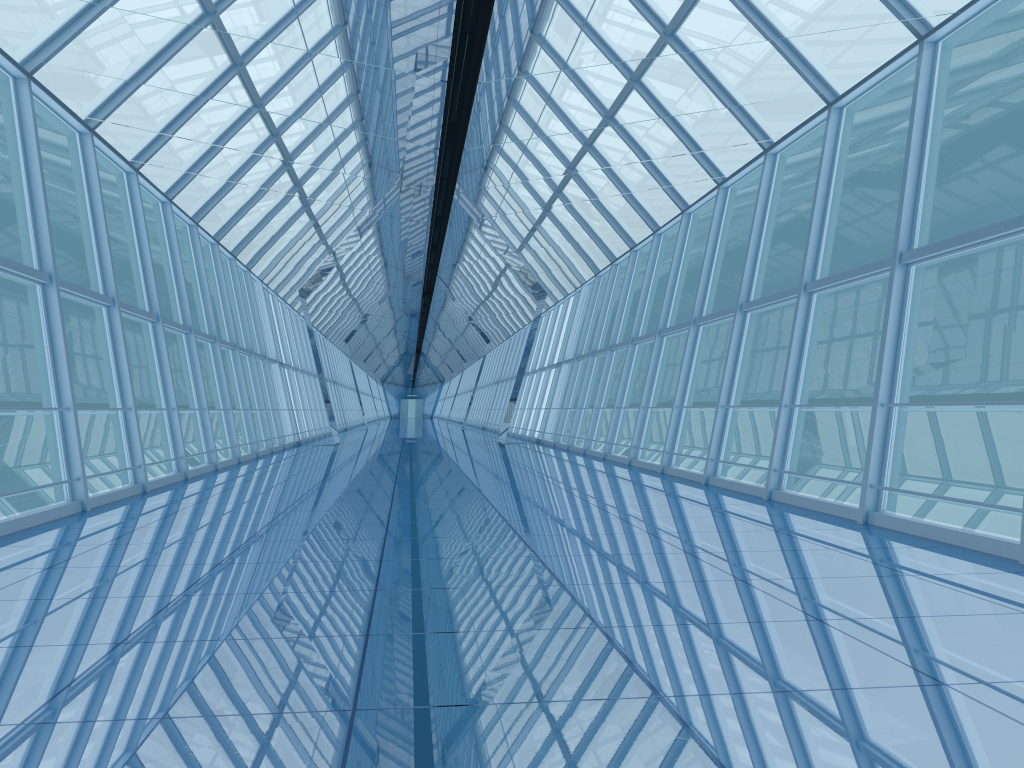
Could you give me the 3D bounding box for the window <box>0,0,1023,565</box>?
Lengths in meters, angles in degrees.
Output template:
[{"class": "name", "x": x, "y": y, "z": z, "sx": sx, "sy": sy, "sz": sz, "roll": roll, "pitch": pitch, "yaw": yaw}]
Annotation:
[{"class": "window", "x": -5.873, "y": 0.142, "z": 51.534, "sx": 9.919, "sy": 4.953, "sz": 105.162, "roll": 0, "pitch": -2, "yaw": -7}]
